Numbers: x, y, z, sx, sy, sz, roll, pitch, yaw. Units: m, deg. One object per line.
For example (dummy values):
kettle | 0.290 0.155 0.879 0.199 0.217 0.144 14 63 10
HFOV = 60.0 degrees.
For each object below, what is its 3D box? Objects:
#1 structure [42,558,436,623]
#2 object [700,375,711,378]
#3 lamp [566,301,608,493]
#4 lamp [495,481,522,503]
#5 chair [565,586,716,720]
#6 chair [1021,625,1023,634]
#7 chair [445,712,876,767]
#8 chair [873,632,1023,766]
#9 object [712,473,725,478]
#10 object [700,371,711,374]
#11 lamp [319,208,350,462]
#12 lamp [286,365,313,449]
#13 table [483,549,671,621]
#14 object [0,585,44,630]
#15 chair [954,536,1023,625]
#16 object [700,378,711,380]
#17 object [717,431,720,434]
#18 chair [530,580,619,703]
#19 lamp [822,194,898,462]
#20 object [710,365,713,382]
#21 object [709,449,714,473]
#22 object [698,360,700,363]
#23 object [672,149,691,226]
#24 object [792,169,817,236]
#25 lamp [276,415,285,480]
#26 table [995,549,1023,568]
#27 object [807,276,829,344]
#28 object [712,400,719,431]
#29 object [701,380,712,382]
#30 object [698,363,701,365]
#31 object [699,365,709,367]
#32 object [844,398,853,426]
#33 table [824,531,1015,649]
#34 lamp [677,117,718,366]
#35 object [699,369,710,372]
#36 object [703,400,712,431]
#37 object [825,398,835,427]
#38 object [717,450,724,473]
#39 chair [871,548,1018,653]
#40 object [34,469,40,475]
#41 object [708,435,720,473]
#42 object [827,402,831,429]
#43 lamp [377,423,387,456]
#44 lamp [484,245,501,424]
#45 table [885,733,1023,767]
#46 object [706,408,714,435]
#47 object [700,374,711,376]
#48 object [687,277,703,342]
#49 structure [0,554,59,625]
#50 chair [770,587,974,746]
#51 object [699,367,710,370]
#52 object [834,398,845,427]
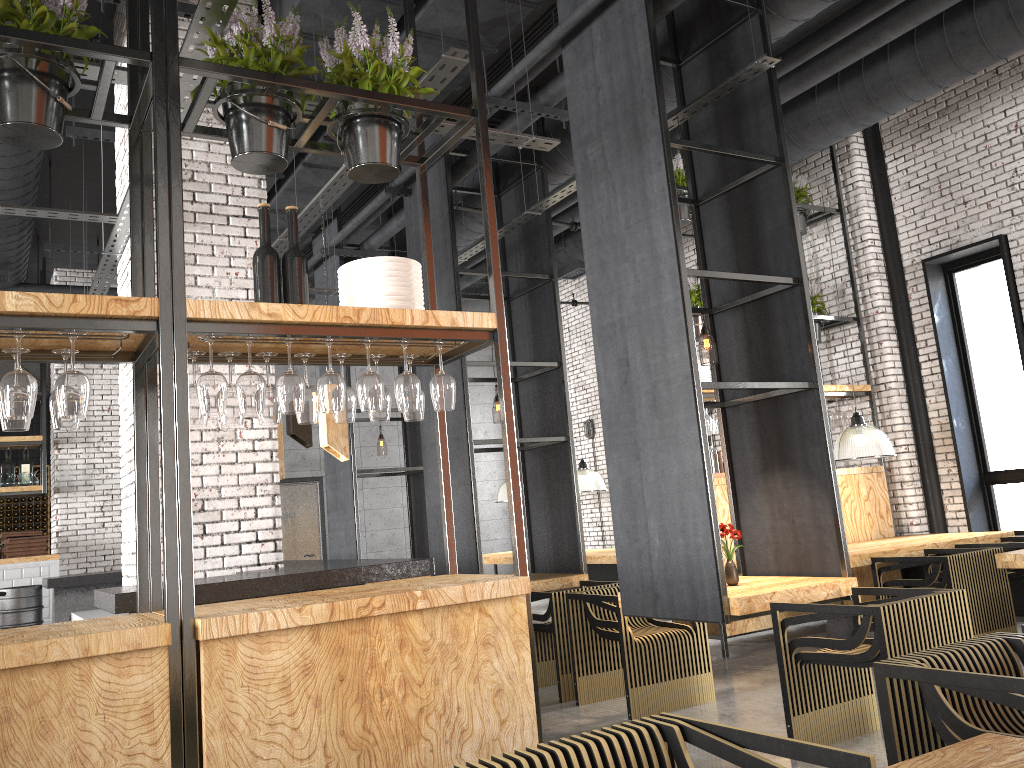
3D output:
structure | -3.677 1.763 5.976 4.310 1.538 5.858 0 -10 -31
object | 1.605 -0.030 7.895 0.334 0.039 0.334 -9 -9 25
lamp | 0.795 0.139 11.026 0.536 2.414 0.535 -6 -10 5
lamp | -0.071 0.437 12.481 0.536 2.414 0.535 -7 -10 11
chair | 0.825 1.707 5.781 0.657 0.732 0.636 0 -10 -28
chair | 2.261 1.151 2.955 0.657 0.732 0.636 0 -11 -31
chair | 0.317 1.155 1.804 0.657 0.732 0.636 0 -11 -32
chair | 1.568 1.150 2.528 0.657 0.732 0.636 0 -11 -30
object | 1.657 0.827 7.793 0.411 0.050 0.410 0 -10 -32
object | 1.602 -0.065 7.900 0.335 0.039 0.333 -2 -9 -23
lamp | -1.086 -0.315 5.228 0.127 1.552 0.127 1 -11 -31
lamp | -1.419 -0.278 5.790 0.127 1.399 0.127 1 -11 -31
table | 0.614 2.532 11.249 1.000 0.766 4.122 0 -10 -31
object | -4.542 2.399 8.178 0.399 1.038 0.396 -6 -10 4
chair | 4.026 1.599 7.003 0.657 0.732 0.636 1 -11 -32
object | 1.607 -0.012 7.891 0.334 0.040 0.334 -9 -9 23
object | 1.912 0.324 8.153 0.101 0.268 0.100 -6 -10 5
chair | 0.437 1.841 6.434 0.657 0.732 0.636 0 -10 -29
lamp | 2.879 -0.547 7.733 0.536 2.414 0.535 -6 -10 5
object | 1.857 -0.169 8.074 0.098 0.473 0.098 -12 -12 36
object | 1.685 0.636 7.731 0.070 0.369 0.107 1 -11 -31
object | 1.594 -0.161 7.917 0.334 0.039 0.334 -11 -10 32
object | 1.520 -1.767 8.281 0.415 0.561 0.466 -11 -11 33
object | 2.847 -1.780 8.997 0.416 0.561 0.466 -2 -10 -21
lamp | -1.738 -0.090 6.326 0.127 1.552 0.127 1 -11 -31
table | 4.222 1.355 5.614 2.116 0.766 0.997 0 -10 -31
object | 2.926 -0.674 8.821 0.416 0.561 0.465 -3 -9 -12
object | 1.802 0.276 7.762 0.101 0.268 0.100 -6 -10 5
object | 1.610 0.008 7.888 0.334 0.037 0.334 -9 -9 25
object | 1.595 -0.142 7.913 0.334 0.039 0.334 -11 -10 34
object | 1.597 -0.123 7.911 0.334 0.044 0.334 -10 -10 29
object | 3.279 0.273 8.636 0.101 0.268 0.100 -5 -9 0
table | 3.162 1.720 7.397 2.116 0.766 0.997 0 -10 -31
lamp | 1.111 -0.905 5.440 0.108 1.604 0.108 -11 -11 30
object | 1.600 -0.085 7.903 0.334 0.043 0.334 -13 -12 42
object | 1.675 0.276 7.686 0.101 0.268 0.100 -6 -10 5
object | 3.026 0.273 8.486 0.101 0.268 0.100 -5 -9 0
object | 1.823 0.707 7.786 0.056 0.250 0.056 2 -12 -38
chair | 3.140 1.598 6.456 0.657 0.732 0.636 0 -11 -30
object | -7.218 1.330 13.486 0.079 0.079 0.283 0 -10 -31
object | 1.741 0.636 7.765 0.070 0.369 0.107 1 -11 -31
object | 3.136 0.322 8.877 0.101 0.268 0.100 -5 -9 0
lamp | -1.488 -0.009 9.814 0.108 1.604 0.108 -5 -10 1
lamp | -0.177 -0.461 7.607 0.108 1.604 0.108 -8 -10 15
table | 0.786 0.973 0.996 0.996 0.766 0.997 0 -10 -31
object | 1.786 0.325 8.078 0.101 0.268 0.100 -6 -10 5
object | 1.604 -0.050 7.897 0.335 0.041 0.333 -4 -9 -9
object | 1.650 -0.672 8.062 0.467 0.561 0.415 -9 -10 24
structure | -8.002 2.747 9.212 5.800 1.350 1.506 0 -10 -31
chair | 1.757 1.395 4.270 0.657 0.732 0.636 1 -11 -32
object | 1.599 -0.103 7.908 0.334 0.041 0.334 -10 -10 28
object | 3.153 0.273 8.561 0.101 0.268 0.100 -5 -9 0
